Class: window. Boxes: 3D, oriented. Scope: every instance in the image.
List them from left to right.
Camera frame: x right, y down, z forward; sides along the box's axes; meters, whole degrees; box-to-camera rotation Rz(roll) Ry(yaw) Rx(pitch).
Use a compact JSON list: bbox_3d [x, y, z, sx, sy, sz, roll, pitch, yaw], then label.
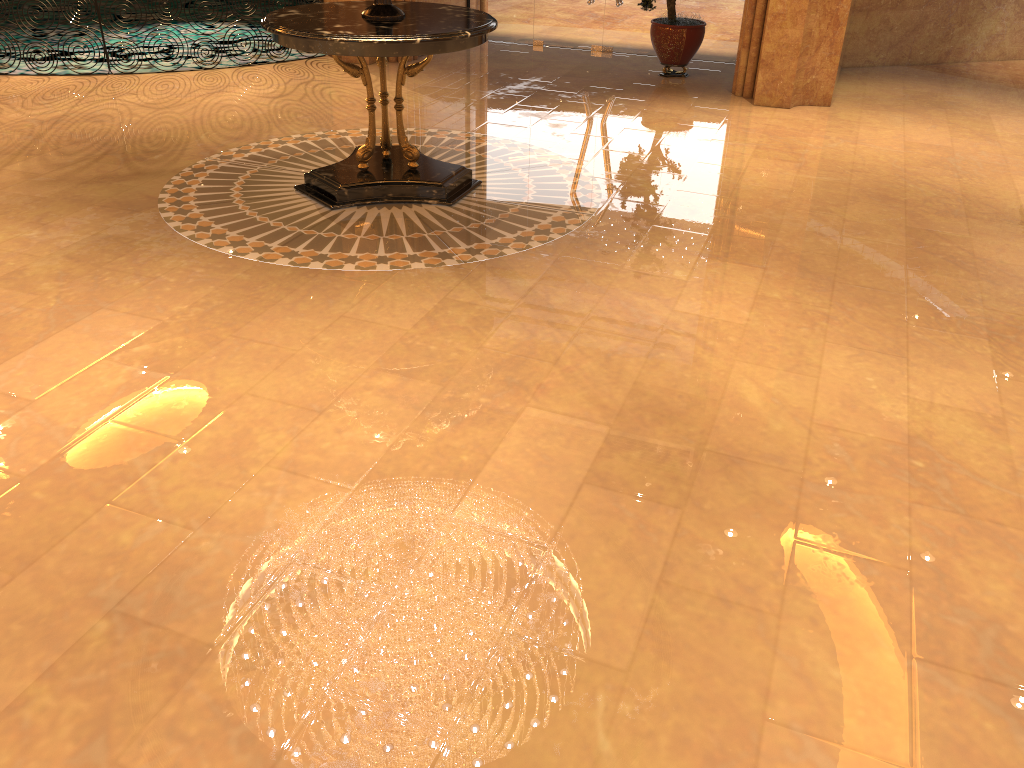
[{"bbox_3d":[1.122,-5.516,9.778,3.515,3.571,0.047,12,32,17],"label":"window"}]

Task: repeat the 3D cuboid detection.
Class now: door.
[{"bbox_3d":[1.114,-5.192,9.970,1.880,2.758,0.195,12,32,17],"label":"door"}]

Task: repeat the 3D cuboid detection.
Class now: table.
[{"bbox_3d":[-0.847,-1.871,5.918,1.493,1.089,1.493,8,31,11],"label":"table"}]

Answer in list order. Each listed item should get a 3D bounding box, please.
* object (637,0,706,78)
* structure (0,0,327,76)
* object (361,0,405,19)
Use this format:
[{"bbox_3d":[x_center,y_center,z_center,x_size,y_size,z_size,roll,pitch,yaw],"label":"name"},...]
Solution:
[{"bbox_3d":[1.624,-4.344,8.955,0.843,2.363,1.250,2,31,1],"label":"object"},{"bbox_3d":[-6.221,-4.539,10.646,7.624,0.995,3.815,23,37,32],"label":"structure"},{"bbox_3d":[-0.788,-2.771,5.393,1.277,0.999,1.318,-21,37,-33],"label":"object"}]
